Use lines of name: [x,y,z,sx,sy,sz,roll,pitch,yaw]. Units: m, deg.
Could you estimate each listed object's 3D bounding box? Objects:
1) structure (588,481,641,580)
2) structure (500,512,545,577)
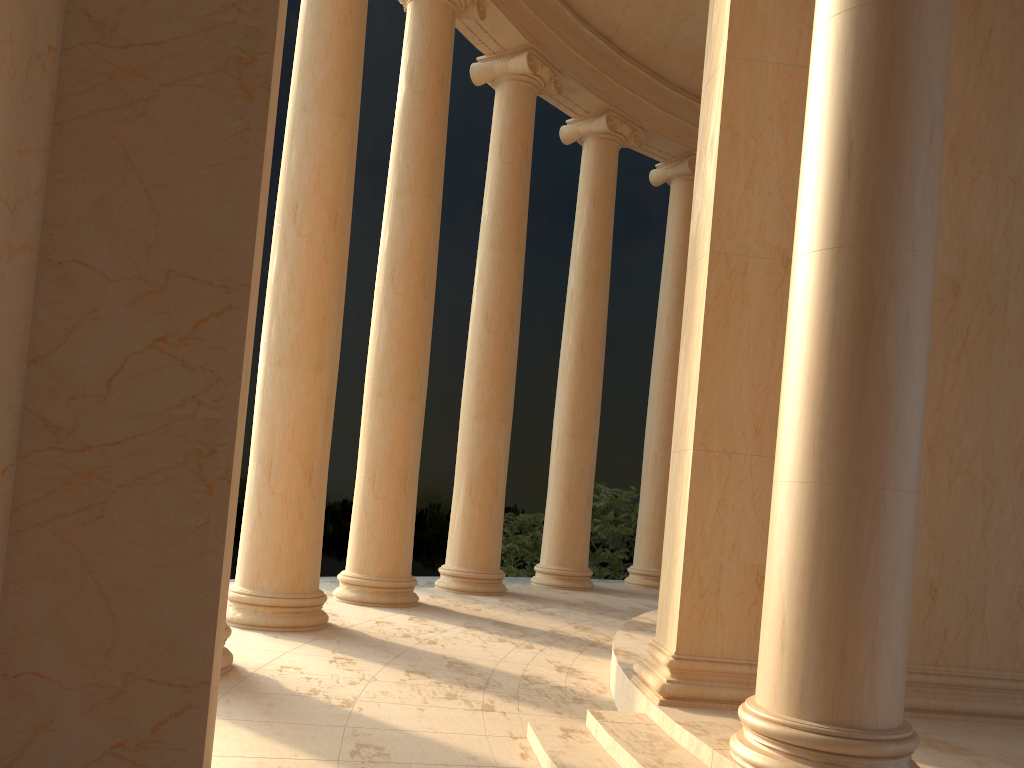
structure: [189.361,324.983,1604.556,247.243,298.542,238.481,5,-4,-2]
structure: [1.953,310.149,1515.113,149.080,187.730,156.426,5,-4,7]
